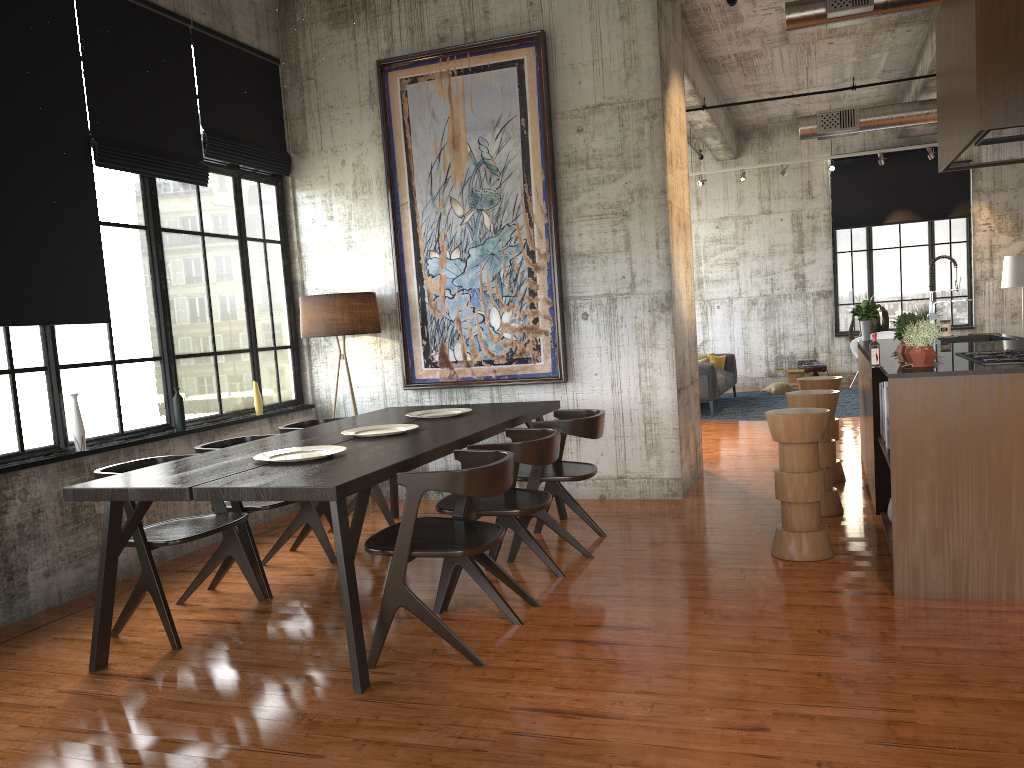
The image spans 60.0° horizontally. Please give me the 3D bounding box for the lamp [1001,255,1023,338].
[{"bbox_3d":[9.345,-1.220,16.206,0.694,2.250,0.705,1,8,42],"label":"lamp"}]

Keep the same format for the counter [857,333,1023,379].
[{"bbox_3d":[3.364,-0.189,6.696,1.245,0.175,4.348,-3,4,19],"label":"counter"}]

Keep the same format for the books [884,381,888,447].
[{"bbox_3d":[2.675,0.199,5.988,0.284,0.445,0.058,-2,6,19],"label":"books"}]

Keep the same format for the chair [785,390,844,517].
[{"bbox_3d":[2.415,0.545,7.077,0.409,0.966,0.410,-4,6,-2],"label":"chair"}]

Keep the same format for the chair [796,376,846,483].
[{"bbox_3d":[2.902,0.423,8.323,0.409,0.966,0.410,-4,6,-2],"label":"chair"}]

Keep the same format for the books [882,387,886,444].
[{"bbox_3d":[2.710,0.212,6.107,0.284,0.397,0.036,-2,6,19],"label":"books"}]

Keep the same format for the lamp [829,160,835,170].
[{"bbox_3d":[5.979,-4.076,16.576,0.102,0.212,0.260,-3,5,14],"label":"lamp"}]

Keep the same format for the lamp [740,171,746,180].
[{"bbox_3d":[4.459,-4.004,17.123,0.102,0.229,0.198,-1,6,29],"label":"lamp"}]

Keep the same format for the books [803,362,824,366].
[{"bbox_3d":[5.729,-0.377,16.850,0.300,0.043,0.228,-5,4,-7],"label":"books"}]

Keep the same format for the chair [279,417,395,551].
[{"bbox_3d":[-1.431,0.803,7.217,0.770,0.996,0.875,-2,5,19],"label":"chair"}]

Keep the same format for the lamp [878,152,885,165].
[{"bbox_3d":[6.766,-4.112,16.242,0.102,0.252,0.164,1,8,44],"label":"lamp"}]

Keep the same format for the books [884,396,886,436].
[{"bbox_3d":[2.707,0.217,6.068,0.284,0.393,0.036,-2,6,19],"label":"books"}]

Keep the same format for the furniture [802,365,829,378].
[{"bbox_3d":[5.768,-0.125,16.839,0.431,0.478,0.431,-6,6,-25],"label":"furniture"}]

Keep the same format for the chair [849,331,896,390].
[{"bbox_3d":[6.730,-0.436,16.309,0.805,1.033,1.056,-7,6,-31],"label":"chair"}]

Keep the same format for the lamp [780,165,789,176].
[{"bbox_3d":[5.178,-4.038,16.836,0.182,0.241,0.101,-3,6,14],"label":"lamp"}]

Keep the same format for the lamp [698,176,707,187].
[{"bbox_3d":[3.719,-3.971,17.369,0.260,0.212,0.102,-7,6,-35],"label":"lamp"}]

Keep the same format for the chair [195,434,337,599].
[{"bbox_3d":[-1.756,0.892,6.260,0.770,0.996,0.875,-2,5,20],"label":"chair"}]

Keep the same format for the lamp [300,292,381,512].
[{"bbox_3d":[-1.577,0.180,8.500,0.752,2.062,0.750,-1,7,31],"label":"lamp"}]

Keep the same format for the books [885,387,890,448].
[{"bbox_3d":[2.656,0.220,5.912,0.294,0.416,0.101,-2,6,19],"label":"books"}]

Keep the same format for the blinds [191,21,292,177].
[{"bbox_3d":[-2.449,-2.575,8.158,0.052,1.145,1.292,-2,5,19],"label":"blinds"}]

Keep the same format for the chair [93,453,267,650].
[{"bbox_3d":[-2.050,0.972,5.415,0.770,0.996,0.875,-2,5,19],"label":"chair"}]

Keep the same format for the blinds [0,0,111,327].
[{"bbox_3d":[-3.249,-1.657,5.855,0.034,2.542,1.211,-2,6,19],"label":"blinds"}]

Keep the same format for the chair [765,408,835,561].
[{"bbox_3d":[1.923,0.660,5.922,0.409,0.966,0.410,-4,6,-2],"label":"chair"}]

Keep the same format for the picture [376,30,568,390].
[{"bbox_3d":[-0.380,-1.526,8.228,1.656,3.130,0.141,-2,6,19],"label":"picture"}]

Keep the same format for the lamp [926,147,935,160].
[{"bbox_3d":[7.546,-4.149,15.970,0.165,0.252,0.102,-7,6,-25],"label":"lamp"}]

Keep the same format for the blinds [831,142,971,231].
[{"bbox_3d":[7.459,-3.817,17.073,2.444,1.468,0.150,-2,6,20],"label":"blinds"}]

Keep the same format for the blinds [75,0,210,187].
[{"bbox_3d":[-2.861,-2.333,6.960,0.052,1.402,1.250,-2,5,19],"label":"blinds"}]

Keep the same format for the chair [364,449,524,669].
[{"bbox_3d":[-0.350,0.899,4.733,0.770,0.996,0.875,-2,5,20],"label":"chair"}]

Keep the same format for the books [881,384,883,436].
[{"bbox_3d":[2.818,0.188,6.386,0.284,0.393,0.036,-2,6,19],"label":"books"}]

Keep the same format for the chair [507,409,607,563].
[{"bbox_3d":[0.330,0.724,6.557,0.770,0.996,0.875,-3,5,16],"label":"chair"}]

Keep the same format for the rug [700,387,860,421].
[{"bbox_3d":[4.806,0.306,15.099,4.839,0.009,4.839,-6,4,-24],"label":"rug"}]

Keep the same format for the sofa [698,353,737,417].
[{"bbox_3d":[3.055,-0.013,15.377,1.363,0.863,2.994,-2,4,21],"label":"sofa"}]

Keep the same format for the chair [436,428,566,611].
[{"bbox_3d":[-0.056,0.819,5.578,0.770,0.996,0.875,-2,5,19],"label":"chair"}]

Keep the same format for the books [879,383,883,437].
[{"bbox_3d":[2.821,0.183,6.425,0.284,0.397,0.036,-2,6,19],"label":"books"}]
